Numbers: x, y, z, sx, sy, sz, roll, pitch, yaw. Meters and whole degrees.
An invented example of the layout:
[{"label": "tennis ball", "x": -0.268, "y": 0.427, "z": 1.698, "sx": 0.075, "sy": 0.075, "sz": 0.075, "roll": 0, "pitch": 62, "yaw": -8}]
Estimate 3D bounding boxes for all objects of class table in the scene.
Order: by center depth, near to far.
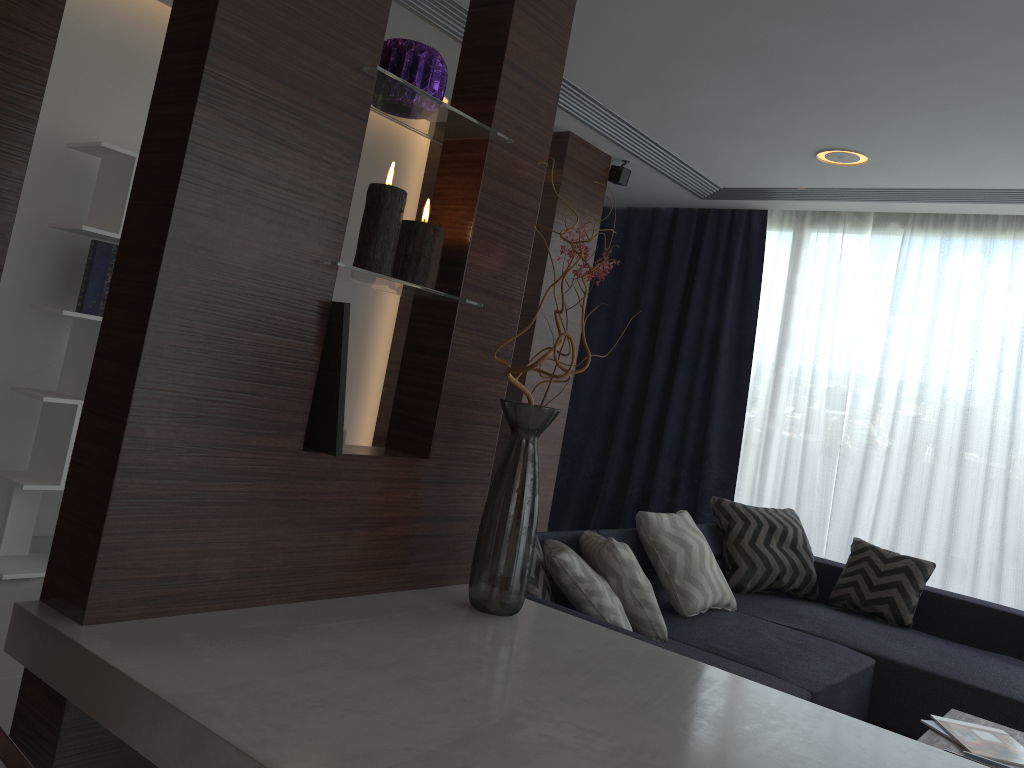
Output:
[{"label": "table", "x": 1.497, "y": 1.243, "z": 2.336, "sx": 0.810, "sy": 0.354, "sz": 0.792, "roll": 10, "pitch": -1, "yaw": 37}]

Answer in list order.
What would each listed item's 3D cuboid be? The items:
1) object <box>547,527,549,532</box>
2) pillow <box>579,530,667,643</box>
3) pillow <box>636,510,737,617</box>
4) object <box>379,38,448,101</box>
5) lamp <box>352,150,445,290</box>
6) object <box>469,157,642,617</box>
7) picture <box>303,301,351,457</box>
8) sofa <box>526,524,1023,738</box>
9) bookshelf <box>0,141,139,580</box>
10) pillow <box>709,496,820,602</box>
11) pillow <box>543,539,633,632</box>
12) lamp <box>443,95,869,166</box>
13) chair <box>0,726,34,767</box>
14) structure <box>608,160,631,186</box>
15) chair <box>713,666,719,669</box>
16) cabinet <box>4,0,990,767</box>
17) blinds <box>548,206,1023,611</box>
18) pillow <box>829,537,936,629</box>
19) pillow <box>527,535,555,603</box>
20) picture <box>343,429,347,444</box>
[{"label": "object", "x": 0.111, "y": 0.240, "z": 5.710, "sx": 0.504, "sy": 1.858, "sz": 0.479, "roll": 10, "pitch": -5, "yaw": 6}, {"label": "pillow", "x": 0.407, "y": 0.747, "z": 3.313, "sx": 0.279, "sy": 0.353, "sz": 0.417, "roll": 11, "pitch": -2, "yaw": -10}, {"label": "pillow", "x": 0.767, "y": 0.782, "z": 3.890, "sx": 0.344, "sy": 0.390, "sz": 0.489, "roll": 8, "pitch": -3, "yaw": 37}, {"label": "object", "x": -0.175, "y": -0.507, "z": 1.466, "sx": 0.134, "sy": 0.098, "sz": 0.132, "roll": 11, "pitch": -2, "yaw": -13}, {"label": "lamp", "x": -0.179, "y": -0.267, "z": 1.468, "sx": 0.152, "sy": 0.212, "sz": 0.077, "roll": 13, "pitch": -5, "yaw": -40}, {"label": "object", "x": 0.081, "y": 0.015, "z": 1.465, "sx": 0.199, "sy": 0.739, "sz": 0.383, "roll": 9, "pitch": -4, "yaw": 19}, {"label": "picture", "x": -0.309, "y": -0.017, "z": 1.335, "sx": 0.176, "sy": 0.223, "sz": 0.050, "roll": 7, "pitch": -5, "yaw": 41}, {"label": "sofa", "x": 1.191, "y": 1.060, "z": 3.390, "sx": 1.910, "sy": 0.612, "sz": 2.843, "roll": 10, "pitch": -1, "yaw": 37}, {"label": "bookshelf", "x": -1.644, "y": -0.069, "z": 4.134, "sx": 0.301, "sy": 1.832, "sz": 1.137, "roll": 6, "pitch": -5, "yaw": 37}, {"label": "pillow", "x": 1.314, "y": 0.902, "z": 4.619, "sx": 0.594, "sy": 0.522, "sz": 0.355, "roll": 11, "pitch": -4, "yaw": -22}, {"label": "pillow", "x": 0.259, "y": 0.727, "z": 3.072, "sx": 0.330, "sy": 0.296, "sz": 0.414, "roll": 10, "pitch": -2, "yaw": 0}, {"label": "lamp", "x": -0.089, "y": -1.434, "z": 0.181, "sx": 5.372, "sy": 0.085, "sz": 9.494, "roll": 10, "pitch": 0, "yaw": 24}, {"label": "chair", "x": -0.259, "y": 0.724, "z": 0.806, "sx": 0.398, "sy": 0.745, "sz": 0.458, "roll": 6, "pitch": -5, "yaw": 43}, {"label": "structure", "x": 0.640, "y": -1.254, "z": 5.253, "sx": 0.115, "sy": 0.143, "sz": 0.083, "roll": 7, "pitch": -5, "yaw": 42}, {"label": "chair", "x": 0.224, "y": 0.828, "z": 1.219, "sx": 0.459, "sy": 0.714, "sz": 0.397, "roll": 13, "pitch": -5, "yaw": -35}, {"label": "cabinet", "x": 1.006, "y": 0.029, "z": 0.429, "sx": 3.354, "sy": 2.568, "sz": 0.777, "roll": 9, "pitch": -5, "yaw": 37}, {"label": "blinds", "x": 1.365, "y": -0.013, "z": 2.531, "sx": 7.177, "sy": 2.790, "sz": 5.738, "roll": 10, "pitch": -1, "yaw": 41}, {"label": "pillow", "x": 1.840, "y": 0.986, "z": 4.407, "sx": 0.417, "sy": 0.347, "sz": 0.283, "roll": 8, "pitch": -4, "yaw": 42}, {"label": "pillow", "x": 0.055, "y": 0.653, "z": 2.960, "sx": 0.222, "sy": 0.388, "sz": 0.412, "roll": 10, "pitch": -3, "yaw": 7}, {"label": "picture", "x": -1.173, "y": 0.590, "z": 5.043, "sx": 0.084, "sy": 0.703, "sz": 0.494, "roll": 6, "pitch": -5, "yaw": 37}]
